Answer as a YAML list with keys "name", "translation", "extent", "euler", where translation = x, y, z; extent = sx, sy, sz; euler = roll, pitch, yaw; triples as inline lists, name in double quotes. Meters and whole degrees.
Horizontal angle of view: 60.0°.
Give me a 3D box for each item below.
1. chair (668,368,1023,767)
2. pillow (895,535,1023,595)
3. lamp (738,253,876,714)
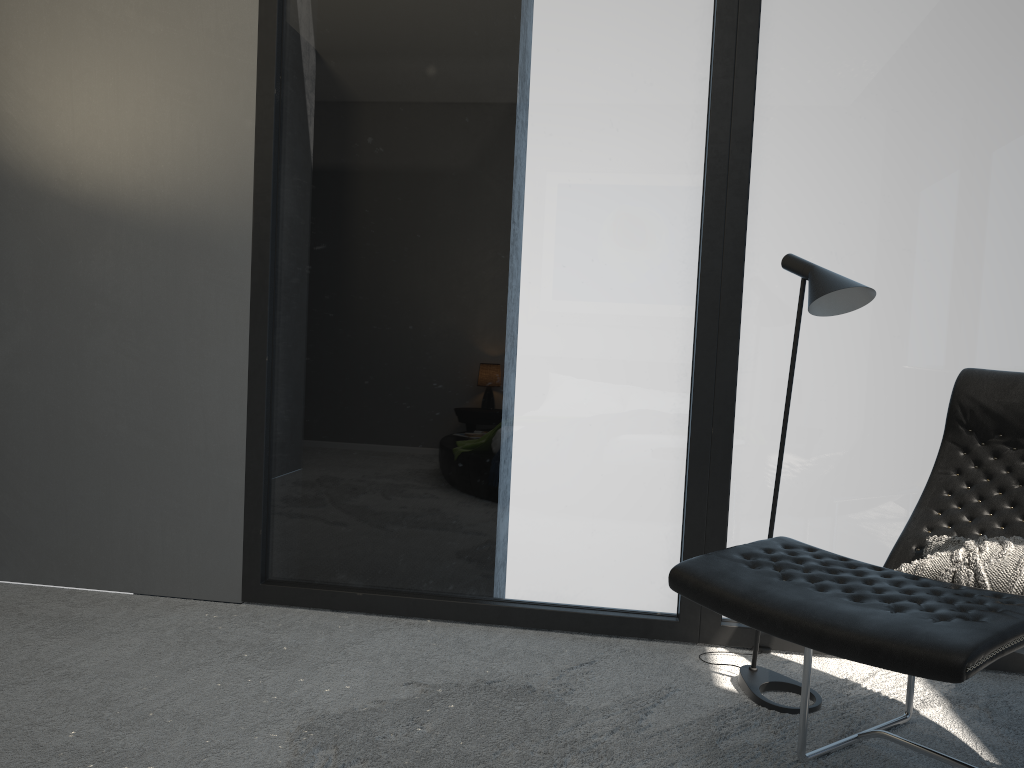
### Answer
- name: "chair"
  translation: [1.022, 0.459, 2.026]
  extent: [1.281, 0.997, 0.638]
  euler: [1, 4, -37]
- name: "pillow"
  translation: [1.130, 0.456, 2.102]
  extent: [0.313, 0.199, 0.441]
  euler: [0, 3, -41]
- name: "lamp"
  translation: [0.826, 0.272, 2.538]
  extent: [0.202, 1.302, 0.383]
  euler: [1, 4, -29]
